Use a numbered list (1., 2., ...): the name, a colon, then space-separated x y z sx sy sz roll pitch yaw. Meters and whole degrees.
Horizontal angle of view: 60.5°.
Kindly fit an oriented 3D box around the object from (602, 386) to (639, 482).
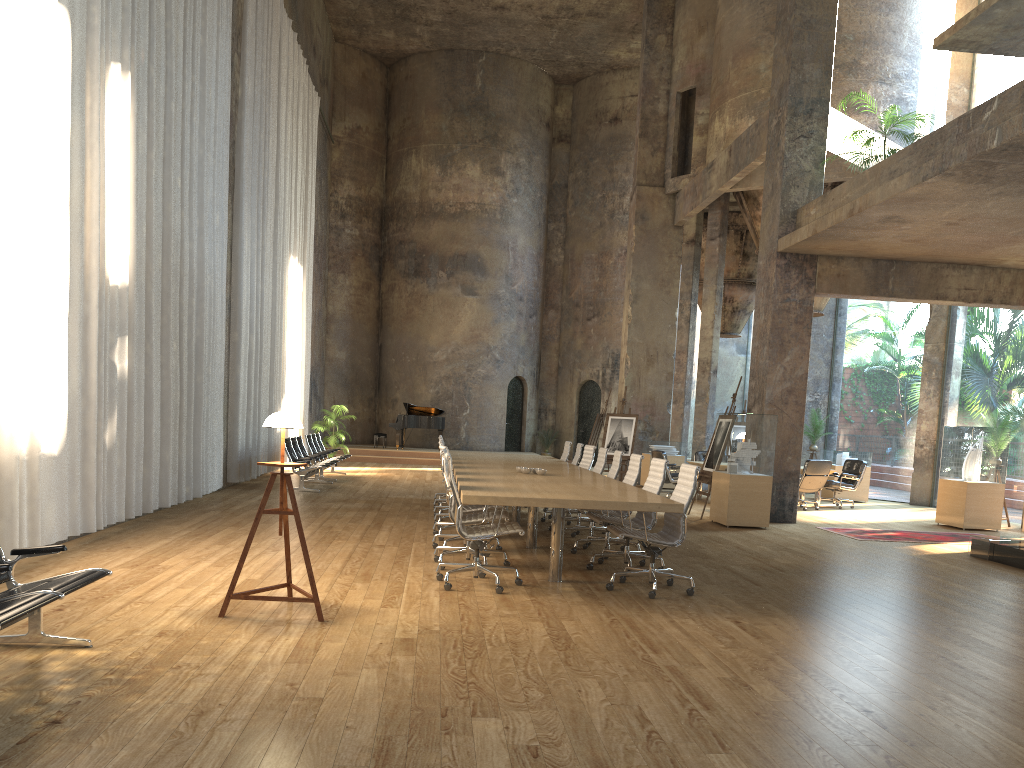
1. object: 2.215 1.104 17.998 0.698 2.167 0.680 5 5 27

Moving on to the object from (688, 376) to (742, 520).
1. object: 3.100 0.946 13.001 0.685 2.167 0.694 2 5 -6

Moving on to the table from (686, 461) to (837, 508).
1. table: 4.490 1.835 16.024 2.411 0.706 1.097 3 0 -5

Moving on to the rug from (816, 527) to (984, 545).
1. rug: 5.570 2.069 11.922 2.463 0.009 1.338 3 -2 -5

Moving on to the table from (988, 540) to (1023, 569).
1. table: 5.774 1.895 9.692 0.790 0.204 1.103 3 -2 -5

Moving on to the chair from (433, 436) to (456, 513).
1. chair: -0.730 1.256 12.176 0.699 1.035 0.660 3 3 -1

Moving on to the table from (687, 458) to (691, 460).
1. table: 3.789 2.126 22.186 1.871 0.551 0.935 3 0 -5

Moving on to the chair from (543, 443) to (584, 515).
1. chair: 0.658 1.333 12.369 0.698 1.035 0.660 3 3 4

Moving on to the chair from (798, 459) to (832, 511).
1. chair: 5.060 1.743 15.376 0.730 0.901 0.814 1 2 -31

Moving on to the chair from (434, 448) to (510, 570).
1. chair: -0.341 1.095 7.726 0.698 1.035 0.660 3 3 4

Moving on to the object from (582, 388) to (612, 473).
1. object: 1.951 1.166 19.863 0.682 2.167 0.696 5 5 21

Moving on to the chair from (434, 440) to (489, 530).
1. chair: -0.573 1.191 10.374 0.698 1.035 0.660 3 3 4

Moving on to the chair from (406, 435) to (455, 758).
1. chair: 2.023 1.447 13.307 12.956 1.040 31.306 3 -2 -5

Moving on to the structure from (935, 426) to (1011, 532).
1. structure: 7.011 1.432 13.398 0.594 1.562 0.736 2 4 -5

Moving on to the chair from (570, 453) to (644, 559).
1. chair: 0.960 1.205 8.829 0.699 1.035 0.660 3 3 1

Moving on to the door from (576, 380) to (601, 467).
1. door: 2.373 1.197 26.784 0.896 2.656 0.110 6 6 37

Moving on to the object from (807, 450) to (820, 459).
1. object: 6.511 1.916 18.829 0.568 0.981 0.656 5 4 31

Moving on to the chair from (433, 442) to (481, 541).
1. chair: -0.502 1.159 9.500 0.699 1.035 0.660 3 3 1

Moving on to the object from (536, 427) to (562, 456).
1. object: 1.123 1.812 27.163 0.911 1.000 0.901 3 2 6

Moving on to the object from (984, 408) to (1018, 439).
1. object: 7.638 0.818 13.869 0.688 0.948 0.852 2 2 -14

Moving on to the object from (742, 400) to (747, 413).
1. object: 5.855 1.464 22.380 0.699 2.167 0.680 5 5 24

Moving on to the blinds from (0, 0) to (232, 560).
1. blinds: -3.771 -2.927 8.903 0.275 8.722 7.769 2 2 -4

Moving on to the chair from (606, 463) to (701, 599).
1. chair: 1.116 1.138 6.977 0.699 1.035 0.660 3 3 1

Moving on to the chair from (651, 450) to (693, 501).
1. chair: 2.947 1.657 15.890 0.821 0.901 0.724 3 2 -9

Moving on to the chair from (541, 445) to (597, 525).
1. chair: 0.738 1.303 11.520 0.699 1.035 0.659 3 3 -5

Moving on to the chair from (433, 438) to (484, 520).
1. chair: -0.651 1.223 11.265 0.699 1.035 0.660 3 3 1

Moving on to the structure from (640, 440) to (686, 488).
1. structure: 3.226 1.729 18.839 0.743 1.024 0.729 3 3 -5

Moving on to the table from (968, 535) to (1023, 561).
1. table: 5.744 1.887 10.056 0.860 0.249 0.367 3 0 -5

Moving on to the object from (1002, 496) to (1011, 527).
1. object: 7.530 1.769 13.946 0.658 0.981 0.566 0 4 -41

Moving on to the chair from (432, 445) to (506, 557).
1. chair: -0.412 1.126 8.575 0.699 1.035 0.659 3 3 -5

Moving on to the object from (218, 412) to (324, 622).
1. object: -1.382 0.827 5.528 0.568 1.309 0.655 5 4 28

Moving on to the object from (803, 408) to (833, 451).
1. object: 6.396 0.956 18.805 0.859 0.949 0.682 3 3 -2

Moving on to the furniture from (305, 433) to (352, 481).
1. furniture: -3.571 1.407 17.198 0.708 0.848 1.860 3 -1 -5

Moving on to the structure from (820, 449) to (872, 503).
1. structure: 6.737 1.865 17.838 0.735 1.024 0.737 3 3 -5

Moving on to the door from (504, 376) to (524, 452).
1. door: 0.027 0.902 26.570 0.091 2.318 0.901 8 7 43

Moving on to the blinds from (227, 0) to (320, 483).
1. blinds: -4.495 -2.616 17.479 0.275 8.722 7.769 2 2 -4

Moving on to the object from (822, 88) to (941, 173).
1. object: 4.974 -2.924 11.837 1.401 1.826 1.346 3 3 1

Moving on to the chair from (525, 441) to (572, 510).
1. chair: 0.551 1.363 13.223 0.699 1.035 0.660 3 3 1

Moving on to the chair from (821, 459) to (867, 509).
1. chair: 5.978 1.820 16.143 0.821 0.901 0.724 3 2 -11

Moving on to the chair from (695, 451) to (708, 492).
1. chair: 3.830 1.735 16.718 0.729 0.900 0.816 3 2 2

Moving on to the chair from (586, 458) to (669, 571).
1. chair: 1.039 1.172 7.918 0.699 1.035 0.660 3 3 -1

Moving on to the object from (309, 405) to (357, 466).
1. object: -4.208 1.209 20.637 1.093 1.470 1.119 2 3 -14

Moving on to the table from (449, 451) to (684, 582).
1. table: 0.105 1.346 10.125 1.601 0.764 7.666 3 -2 -5

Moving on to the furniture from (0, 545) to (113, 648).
1. furniture: -2.376 0.921 3.697 0.708 0.848 1.860 3 -1 -5

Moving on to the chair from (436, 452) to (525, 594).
1. chair: -0.239 1.066 6.871 0.699 1.035 0.660 3 3 1

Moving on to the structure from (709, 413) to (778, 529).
1. structure: 3.182 1.189 12.143 0.594 1.562 0.736 2 4 -5

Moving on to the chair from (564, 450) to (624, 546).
1. chair: 0.882 1.237 9.720 0.698 1.035 0.660 3 3 4

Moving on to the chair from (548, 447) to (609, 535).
1. chair: 0.811 1.269 10.594 0.699 1.035 0.660 3 3 1

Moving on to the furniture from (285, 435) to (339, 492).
1. furniture: -3.371 1.321 14.828 0.708 0.848 1.860 3 -1 -5
